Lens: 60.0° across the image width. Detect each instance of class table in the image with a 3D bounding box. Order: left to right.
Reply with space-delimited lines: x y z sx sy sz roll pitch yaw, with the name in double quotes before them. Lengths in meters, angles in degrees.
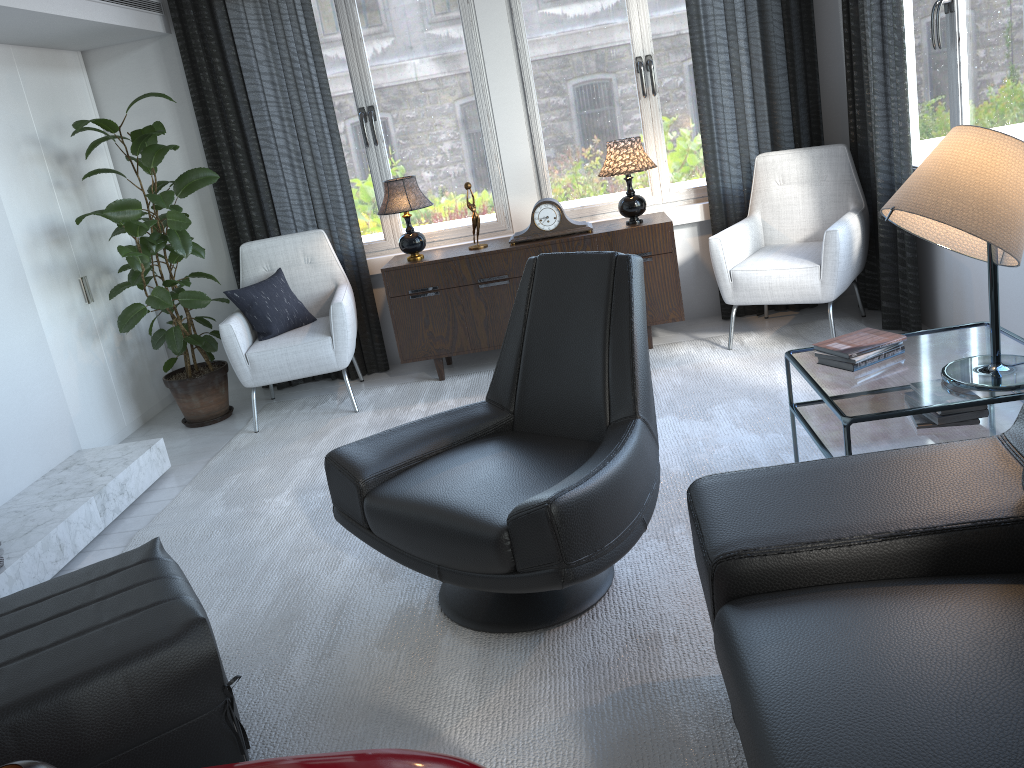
"table" -0.392 0.863 1.091 0.941 0.297 0.949 -9 17 6
"table" 1.111 0.142 2.365 0.593 0.406 0.599 -9 16 6

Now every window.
"window" -0.811 -1.790 4.426 1.267 2.300 0.135 -9 15 6
"window" 0.584 -1.997 4.285 1.267 2.300 0.135 -9 15 6
"window" 1.561 -1.831 3.183 0.133 2.300 1.282 -9 16 6

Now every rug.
"rug" -0.032 1.076 0.693 2.952 0.032 7.854 -8 17 6

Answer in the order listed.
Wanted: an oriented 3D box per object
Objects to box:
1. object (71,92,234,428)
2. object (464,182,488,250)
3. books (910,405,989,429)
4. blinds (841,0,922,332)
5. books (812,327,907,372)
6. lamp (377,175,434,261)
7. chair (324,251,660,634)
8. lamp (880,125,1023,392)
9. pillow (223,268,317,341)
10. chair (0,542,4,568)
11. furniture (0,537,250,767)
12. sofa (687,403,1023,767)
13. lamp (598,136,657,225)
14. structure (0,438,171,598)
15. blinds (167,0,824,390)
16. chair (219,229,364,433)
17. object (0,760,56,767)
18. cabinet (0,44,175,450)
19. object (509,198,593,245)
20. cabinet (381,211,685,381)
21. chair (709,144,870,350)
"object" -1.644 -0.545 4.198 0.644 1.574 0.939 -22 19 -37
"object" -0.193 -0.822 4.319 0.096 0.321 0.097 -9 15 5
"books" 1.164 0.055 2.405 0.177 0.052 0.233 -7 17 10
"blinds" 1.402 -1.480 2.556 0.188 3.245 3.247 -9 16 6
"books" 0.962 -0.096 2.458 0.216 0.049 0.162 -17 18 -21
"lamp" -0.508 -0.802 4.314 0.280 0.393 0.284 -1 18 31
"chair" 0.038 0.120 2.361 0.841 0.802 0.811 5 22 42
"lamp" 1.293 -0.028 1.761 0.476 1.005 1.176 -16 17 -19
"pillow" -1.167 -0.386 4.301 0.252 0.293 0.360 0 19 31
"chair" -1.797 0.544 2.328 0.390 0.427 1.351 -8 17 6
"furniture" -0.947 0.671 1.921 0.602 0.374 0.617 -20 19 -29
"sofa" 0.779 0.526 0.952 0.936 0.610 1.925 -8 17 6
"lamp" 0.555 -0.960 4.207 0.280 0.393 0.284 -1 18 31
"structure" -1.876 1.433 0.361 0.393 0.133 7.286 -8 17 6
"blinds" -0.101 -1.738 4.260 3.210 3.245 0.191 -9 15 6
"chair" -1.062 -0.289 4.327 0.594 0.815 0.618 -11 16 -4
"object" -0.553 0.574 1.035 0.151 0.277 0.154 5 22 44
"cabinet" -2.155 -0.611 4.202 0.191 1.876 1.185 -9 16 6
"object" 0.176 -0.804 4.287 0.406 0.179 0.182 -8 16 6
"cabinet" 0.120 -0.422 4.434 1.398 0.606 0.390 -8 16 6
"chair" 1.290 -0.635 4.075 0.594 0.815 0.619 1 19 35
